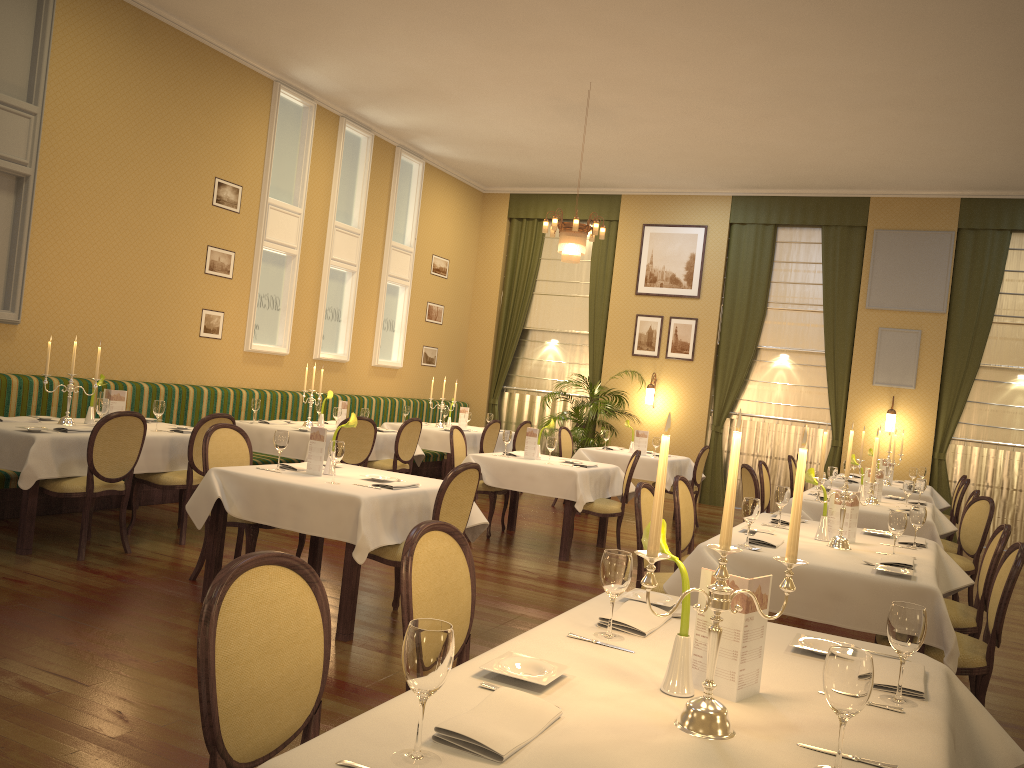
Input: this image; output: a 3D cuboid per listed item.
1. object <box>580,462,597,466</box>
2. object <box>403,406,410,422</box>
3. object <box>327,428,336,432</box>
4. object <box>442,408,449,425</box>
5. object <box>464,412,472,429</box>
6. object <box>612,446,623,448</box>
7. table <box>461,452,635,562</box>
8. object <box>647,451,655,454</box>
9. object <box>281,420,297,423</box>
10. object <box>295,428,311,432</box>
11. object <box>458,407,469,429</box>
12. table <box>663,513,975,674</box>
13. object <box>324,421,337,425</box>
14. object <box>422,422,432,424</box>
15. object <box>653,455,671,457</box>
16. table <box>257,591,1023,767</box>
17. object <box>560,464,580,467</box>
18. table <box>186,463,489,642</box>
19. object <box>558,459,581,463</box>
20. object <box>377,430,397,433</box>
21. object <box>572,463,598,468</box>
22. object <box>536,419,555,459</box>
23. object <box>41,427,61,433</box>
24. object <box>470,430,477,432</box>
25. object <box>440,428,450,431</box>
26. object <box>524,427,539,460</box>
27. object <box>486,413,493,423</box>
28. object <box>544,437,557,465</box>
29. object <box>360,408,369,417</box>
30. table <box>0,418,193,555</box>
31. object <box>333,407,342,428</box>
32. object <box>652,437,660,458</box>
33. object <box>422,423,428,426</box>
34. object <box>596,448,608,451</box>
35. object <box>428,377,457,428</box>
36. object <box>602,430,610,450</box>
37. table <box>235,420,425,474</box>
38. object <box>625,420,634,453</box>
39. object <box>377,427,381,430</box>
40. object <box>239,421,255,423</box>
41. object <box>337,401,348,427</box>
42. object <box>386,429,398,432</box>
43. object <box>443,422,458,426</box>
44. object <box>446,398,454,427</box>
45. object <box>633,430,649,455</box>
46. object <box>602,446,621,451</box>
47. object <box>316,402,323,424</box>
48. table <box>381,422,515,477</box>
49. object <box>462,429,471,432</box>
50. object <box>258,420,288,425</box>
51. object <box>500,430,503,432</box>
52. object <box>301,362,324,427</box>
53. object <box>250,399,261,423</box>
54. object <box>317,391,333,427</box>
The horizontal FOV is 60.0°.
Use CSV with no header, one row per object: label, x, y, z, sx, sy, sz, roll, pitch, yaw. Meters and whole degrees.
object,0.680,0.715,7.935,0.181,0.015,0.038,6,0,27
object,-1.308,0.384,10.897,0.088,0.229,0.088,6,0,-17
object,-1.768,0.434,8.402,0.142,0.033,0.273,6,0,25
object,-0.889,0.430,11.782,0.088,0.229,0.088,6,0,-17
object,-0.555,0.467,11.026,0.088,0.229,0.088,6,0,-17
object,1.264,0.775,10.745,0.160,0.024,0.160,6,0,25
table,0.290,1.056,7.918,1.389,0.759,1.395,6,0,27
object,1.626,0.815,10.558,0.160,0.024,0.160,6,0,25
object,-2.272,0.381,8.937,0.160,0.024,0.160,6,0,25
object,-1.909,0.421,8.115,0.160,0.024,0.160,6,0,25
object,-0.652,0.434,11.445,0.166,0.277,0.081,6,0,42
table,1.698,1.214,4.714,1.385,0.759,2.152,6,0,25
object,-1.945,0.414,9.521,0.142,0.033,0.273,6,0,25
object,-1.129,0.507,11.379,0.160,0.024,0.160,6,0,25
object,1.735,0.829,10.252,0.142,0.024,0.273,6,0,25
table,0.420,1.073,1.982,1.385,0.759,2.152,6,0,25
object,0.496,0.696,7.572,0.185,0.010,0.017,6,0,25
table,-0.996,0.913,5.166,1.389,0.759,1.395,6,0,27
object,0.511,0.692,7.891,0.160,0.024,0.160,6,0,25
object,-1.321,0.488,9.239,0.142,0.024,0.273,6,0,25
object,0.636,0.707,7.715,0.142,0.024,0.273,6,0,25
object,0.286,0.489,7.922,0.163,0.375,0.076,6,0,2
object,-3.031,0.301,5.830,0.181,0.015,0.038,6,0,27
object,-0.516,0.582,11.116,0.185,0.010,0.017,6,0,25
object,-0.766,0.548,10.557,0.160,0.024,0.160,6,0,25
object,0.157,0.526,7.860,0.081,0.277,0.166,6,0,-18
object,-0.294,0.496,11.423,0.088,0.229,0.088,6,0,-17
object,0.328,0.567,7.556,0.088,0.229,0.088,6,0,-23
object,-1.504,0.362,9.018,0.088,0.229,0.088,6,0,-17
table,-3.027,0.686,6.502,1.385,0.759,2.152,6,0,25
object,-1.697,0.341,8.583,0.088,0.229,0.088,6,0,-17
object,1.608,0.709,9.919,0.088,0.229,0.088,6,0,-17
object,-1.180,0.499,11.070,0.142,0.033,0.273,6,0,25
object,1.051,0.757,10.228,0.185,0.010,0.017,6,0,26
object,-0.872,0.222,11.114,0.390,0.655,0.131,6,0,31
object,1.092,0.652,10.307,0.088,0.229,0.088,6,0,-17
table,-1.882,0.813,8.949,1.385,0.759,2.152,6,0,25
object,1.382,0.611,10.380,0.076,0.375,0.163,6,0,-43
object,-1.446,0.473,9.415,0.160,0.024,0.160,6,0,25
object,-2.504,0.359,8.377,0.181,0.015,0.038,6,0,27
object,-1.740,0.314,9.090,0.081,0.277,0.166,6,0,-13
object,-1.277,0.495,9.459,0.181,0.015,0.038,6,0,27
object,-0.803,0.541,11.963,0.142,0.033,0.273,6,0,25
object,-0.784,0.368,11.430,0.076,0.375,0.163,6,0,12
object,1.464,0.671,10.178,0.166,0.277,0.081,6,0,32
object,1.178,0.762,10.488,0.142,0.033,0.273,6,0,25
object,-2.031,0.303,9.340,0.088,0.229,0.088,6,0,-23
table,-0.740,0.940,11.392,1.385,0.759,2.152,6,0,25
object,-0.626,0.561,10.845,0.142,0.033,0.273,6,0,25
object,-2.322,0.372,8.627,0.142,0.033,0.273,6,0,25
object,-0.178,0.614,11.681,0.142,0.024,0.273,6,0,25
object,-1.973,0.100,8.740,0.390,0.655,0.131,6,0,39
object,-2.450,0.257,8.454,0.088,0.229,0.088,6,0,-17
object,-1.882,0.247,8.928,0.076,0.375,0.163,6,0,-43
